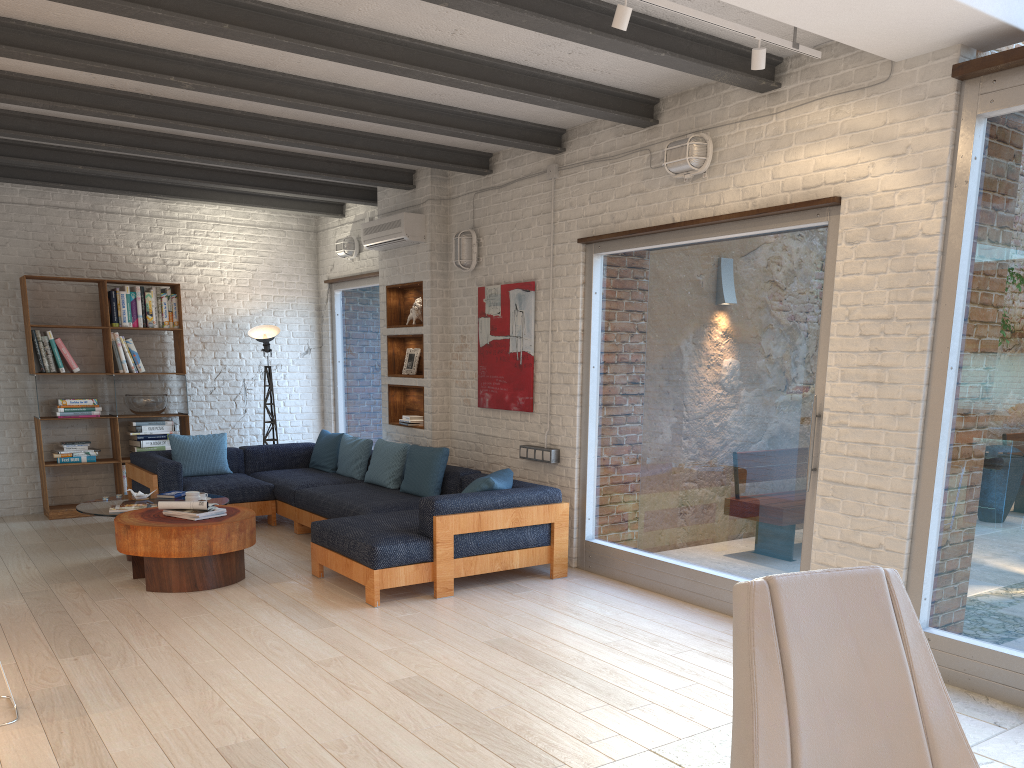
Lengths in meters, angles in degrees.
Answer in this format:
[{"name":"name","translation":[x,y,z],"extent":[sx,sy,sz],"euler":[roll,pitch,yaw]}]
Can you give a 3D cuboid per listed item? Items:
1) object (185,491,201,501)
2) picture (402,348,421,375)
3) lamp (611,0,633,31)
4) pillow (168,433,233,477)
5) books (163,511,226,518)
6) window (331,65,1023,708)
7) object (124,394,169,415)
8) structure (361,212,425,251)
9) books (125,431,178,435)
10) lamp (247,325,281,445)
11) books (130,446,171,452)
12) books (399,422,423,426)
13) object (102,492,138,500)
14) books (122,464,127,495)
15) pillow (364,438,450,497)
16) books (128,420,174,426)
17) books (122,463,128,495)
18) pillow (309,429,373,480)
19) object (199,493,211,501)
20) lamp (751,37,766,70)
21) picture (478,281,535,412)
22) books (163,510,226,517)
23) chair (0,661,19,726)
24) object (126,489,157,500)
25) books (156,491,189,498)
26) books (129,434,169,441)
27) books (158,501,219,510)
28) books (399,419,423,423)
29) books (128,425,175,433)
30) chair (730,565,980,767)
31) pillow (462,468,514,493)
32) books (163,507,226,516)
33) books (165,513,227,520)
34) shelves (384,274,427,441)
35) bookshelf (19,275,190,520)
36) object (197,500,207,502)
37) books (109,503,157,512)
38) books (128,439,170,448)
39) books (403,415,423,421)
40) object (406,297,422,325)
[{"name":"object","translation":[-2.363,0.853,6.456],"extent":[0.108,0.111,0.105],"euler":[-2,7,-19]},{"name":"picture","translation":[-0.902,-0.203,7.906],"extent":[0.101,0.251,0.190],"euler":[-9,13,-44]},{"name":"lamp","translation":[0.420,-1.413,3.328],"extent":[0.060,0.124,0.084],"euler":[-6,11,-33]},{"name":"pillow","translation":[-2.897,0.658,8.108],"extent":[0.551,0.419,0.219],"euler":[-3,10,-35]},{"name":"books","translation":[-2.148,0.871,5.906],"extent":[0.317,0.011,0.248],"euler":[1,2,24]},{"name":"window","translation":[1.798,-1.805,4.421],"extent":[0.640,6.570,12.138],"euler":[-8,8,-35]},{"name":"object","translation":[-3.595,0.203,8.589],"extent":[0.403,0.207,0.392],"euler":[1,4,7]},{"name":"structure","translation":[-1.035,-1.307,7.525],"extent":[0.198,0.225,0.802],"euler":[-5,5,-35]},{"name":"books","translation":[-3.572,0.479,8.630],"extent":[0.441,0.021,0.268],"euler":[-1,2,-35]},{"name":"lamp","translation":[-2.304,0.323,9.045],"extent":[0.863,1.895,0.493],"euler":[6,12,27]},{"name":"books","translation":[-3.583,0.639,8.675],"extent":[0.360,0.057,0.278],"euler":[-1,2,-33]},{"name":"books","translation":[-0.912,0.362,7.941],"extent":[0.162,0.017,0.247],"euler":[0,2,-25]},{"name":"object","translation":[-3.077,0.876,6.839],"extent":[0.068,0.028,0.297],"euler":[3,3,33]},{"name":"books","translation":[-3.832,0.974,8.563],"extent":[0.036,0.394,0.239],"euler":[-8,12,-35]},{"name":"pillow","translation":[-0.888,0.688,7.262],"extent":[0.252,0.427,1.192],"euler":[-6,6,-36]},{"name":"books","translation":[-3.576,0.384,8.624],"extent":[0.377,0.037,0.240],"euler":[-1,2,-35]},{"name":"books","translation":[-3.811,0.973,8.596],"extent":[0.036,0.394,0.239],"euler":[-8,12,-35]},{"name":"pillow","translation":[-1.650,0.673,8.357],"extent":[0.241,0.409,1.089],"euler":[-6,6,-36]},{"name":"object","translation":[-2.362,0.874,6.685],"extent":[0.153,0.058,0.267],"euler":[-2,3,-43]},{"name":"lamp","translation":[1.065,-1.413,3.762],"extent":[0.059,0.132,0.085],"euler":[3,9,15]},{"name":"picture","translation":[-0.057,-0.280,6.779],"extent":[0.019,0.986,0.730],"euler":[-8,11,-35]},{"name":"books","translation":[-2.142,0.861,5.886],"extent":[0.317,0.011,0.248],"euler":[1,2,24]},{"name":"chair","translation":[-2.320,1.020,3.587],"extent":[0.419,0.796,0.396],"euler":[-6,12,-34]},{"name":"object","translation":[-2.875,0.848,6.761],"extent":[0.186,0.093,0.190],"euler":[0,4,-10]},{"name":"books","translation":[-2.688,0.879,6.940],"extent":[0.162,0.023,0.227],"euler":[1,2,13]},{"name":"books","translation":[-3.579,0.518,8.619],"extent":[0.324,0.057,0.251],"euler":[-1,3,-40]},{"name":"books","translation":[-2.193,0.834,5.930],"extent":[0.322,0.112,0.267],"euler":[0,3,-2]},{"name":"books","translation":[-0.899,0.336,7.930],"extent":[0.170,0.019,0.232],"euler":[-1,2,-33]},{"name":"books","translation":[-3.575,0.435,8.641],"extent":[0.376,0.066,0.241],"euler":[-1,3,-40]},{"name":"chair","translation":[0.908,0.987,1.922],"extent":[1.025,1.043,0.949],"euler":[-2,7,-18]},{"name":"pillow","translation":[-0.205,0.780,6.137],"extent":[0.376,0.336,0.552],"euler":[2,5,15]},{"name":"books","translation":[-2.138,0.850,5.876],"extent":[0.316,0.011,0.248],"euler":[2,2,29]},{"name":"books","translation":[-2.137,0.882,5.897],"extent":[0.316,0.011,0.249],"euler":[2,2,34]},{"name":"shelves","translation":[-0.881,-0.223,7.855],"extent":[0.190,1.466,0.753],"euler":[-8,13,-35]},{"name":"bookshelf","translation":[-3.840,0.144,8.368],"extent":[1.306,2.261,0.357],"euler":[-6,13,-34]},{"name":"object","translation":[-2.210,0.854,6.200],"extent":[0.173,0.057,0.145],"euler":[3,4,44]},{"name":"books","translation":[-2.758,0.901,6.357],"extent":[0.317,0.011,0.247],"euler":[0,2,-22]},{"name":"books","translation":[-3.564,0.579,8.656],"extent":[0.241,0.066,0.375],"euler":[3,3,42]},{"name":"books","translation":[-0.901,0.309,7.931],"extent":[0.132,0.034,0.202],"euler":[0,2,-25]},{"name":"object","translation":[-0.854,-0.642,7.728],"extent":[0.111,0.249,0.211],"euler":[-5,9,-27]}]
